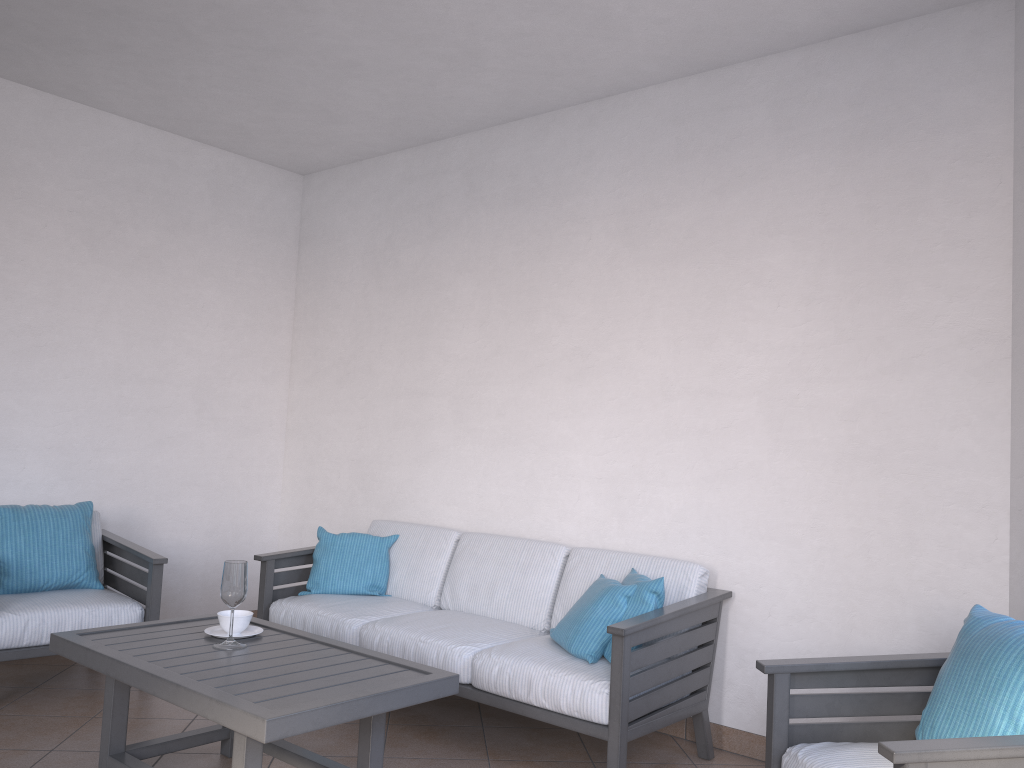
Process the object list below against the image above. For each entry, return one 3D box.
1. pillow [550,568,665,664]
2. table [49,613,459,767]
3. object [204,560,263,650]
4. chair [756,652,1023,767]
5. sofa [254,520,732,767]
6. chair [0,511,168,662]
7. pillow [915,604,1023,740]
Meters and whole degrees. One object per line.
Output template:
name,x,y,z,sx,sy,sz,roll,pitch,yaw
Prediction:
pillow,0.366,0.906,3.478,0.377,0.370,0.543,4,-4,-10
table,-0.885,1.116,2.888,1.260,0.473,0.710,-1,-5,40
object,-0.992,0.753,3.127,0.203,0.284,0.337,3,-4,1
chair,1.149,1.027,2.258,0.807,0.765,0.797,3,-4,-5
sofa,-0.201,1.083,3.981,2.161,0.765,0.807,-1,-5,40
chair,-2.171,0.992,4.107,0.797,0.765,0.807,7,-6,-45
pillow,1.260,0.813,2.278,0.316,0.426,0.510,3,-4,-7
